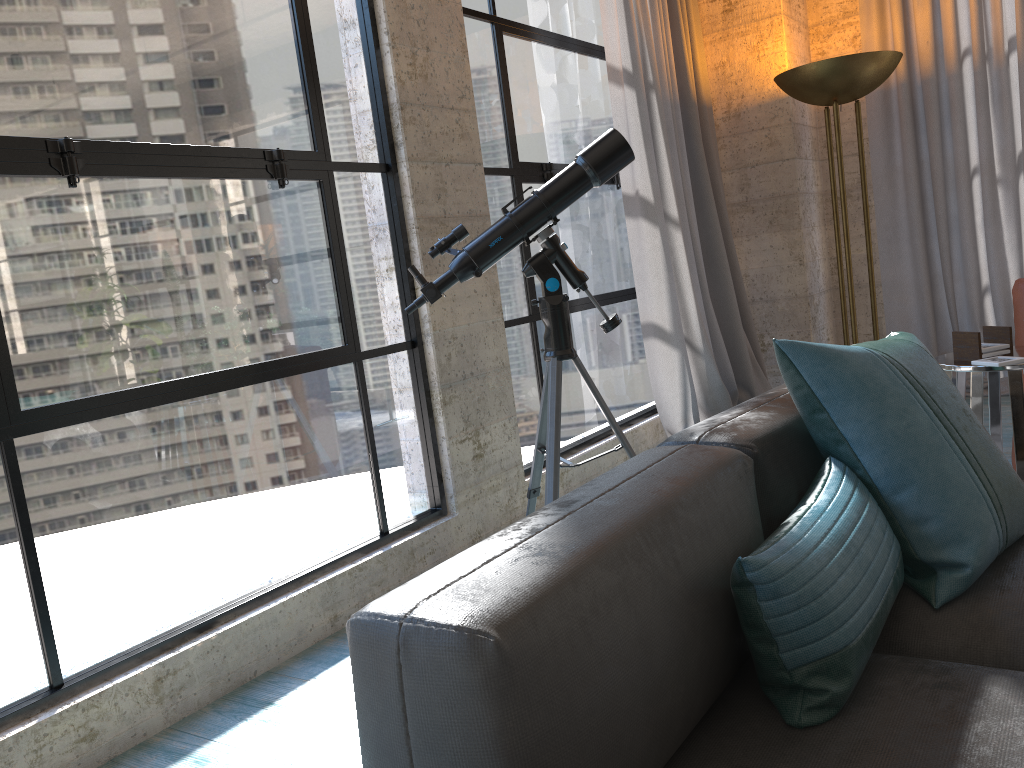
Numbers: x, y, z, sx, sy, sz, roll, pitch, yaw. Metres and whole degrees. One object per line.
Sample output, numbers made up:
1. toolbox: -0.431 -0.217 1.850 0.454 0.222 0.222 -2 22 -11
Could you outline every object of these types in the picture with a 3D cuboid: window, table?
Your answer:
1. window: 0.330 -1.001 4.230 0.081 2.530 1.780 -3 9 35
2. table: 1.411 0.216 2.517 0.549 0.603 0.549 -6 7 14
3. window: -0.911 -0.604 2.402 0.081 2.530 1.780 -3 9 35

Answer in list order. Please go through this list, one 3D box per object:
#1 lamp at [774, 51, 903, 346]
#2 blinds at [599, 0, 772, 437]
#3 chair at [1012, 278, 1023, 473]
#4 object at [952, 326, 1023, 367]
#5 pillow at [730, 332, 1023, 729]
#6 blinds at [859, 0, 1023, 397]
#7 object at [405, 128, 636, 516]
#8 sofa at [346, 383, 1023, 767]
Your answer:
1. lamp: 1.770 -0.712 4.620 0.619 1.822 0.619 -3 9 35
2. blinds: 0.913 -1.176 4.526 0.384 2.985 1.131 -3 9 35
3. chair: 2.155 0.004 2.842 0.801 0.759 0.920 -7 7 5
4. object: 1.363 -0.121 2.426 0.287 0.096 0.206 -10 7 -15
5. pillow: 0.621 0.142 1.559 0.349 0.466 1.042 0 10 45
6. blinds: 2.500 -1.409 4.755 1.187 2.986 0.404 -2 9 36
7. object: 0.092 -0.033 2.709 0.617 1.406 0.595 -2 9 36
8. sofa: 0.566 0.416 1.494 1.019 0.680 2.063 -3 9 35
